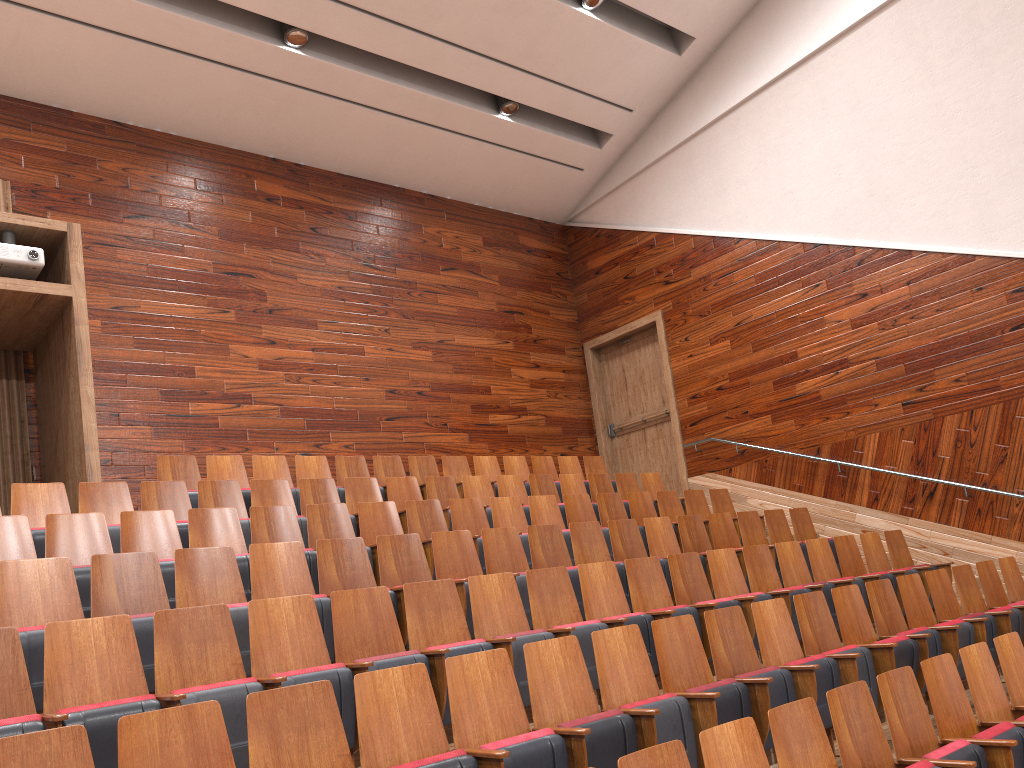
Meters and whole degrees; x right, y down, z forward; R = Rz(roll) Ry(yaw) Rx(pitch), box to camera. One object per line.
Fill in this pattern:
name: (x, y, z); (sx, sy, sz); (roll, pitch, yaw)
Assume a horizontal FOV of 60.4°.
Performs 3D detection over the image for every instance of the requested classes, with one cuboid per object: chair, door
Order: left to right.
chair: (-0.084, 0.128, 0.299); (1.184, 0.366, 0.787); (3, -16, -40)
door: (0.166, 0.043, 1.142); (0.024, 0.235, 0.142); (-2, -10, -40)

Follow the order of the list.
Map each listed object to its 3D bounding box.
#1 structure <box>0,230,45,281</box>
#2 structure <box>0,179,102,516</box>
structure: (-0.368, -0.097, 0.645); (0.038, 0.031, 0.042); (1, -14, -40)
structure: (-0.408, -0.040, 0.675); (0.116, 0.323, 0.146); (-2, -10, -40)
